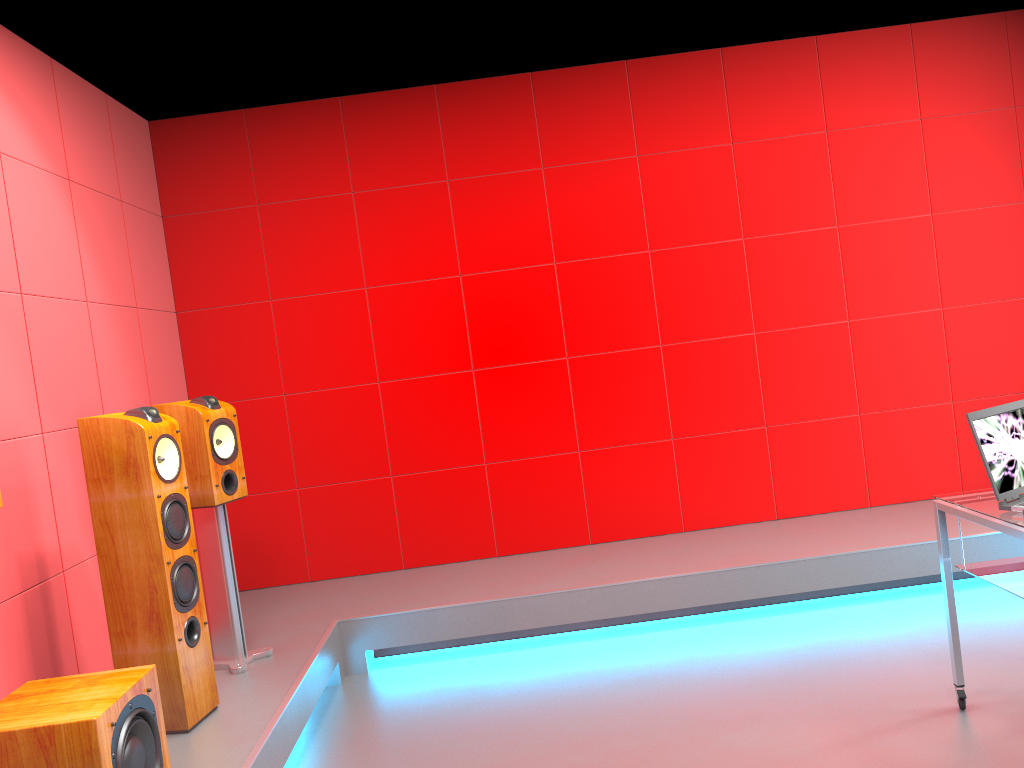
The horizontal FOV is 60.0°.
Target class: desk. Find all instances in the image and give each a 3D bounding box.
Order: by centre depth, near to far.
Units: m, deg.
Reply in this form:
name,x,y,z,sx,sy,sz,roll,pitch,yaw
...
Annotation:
name,x,y,z,sx,sy,sz,roll,pitch,yaw
desk,1.677,0.694,2.062,0.594,0.690,1.617,-7,2,-1

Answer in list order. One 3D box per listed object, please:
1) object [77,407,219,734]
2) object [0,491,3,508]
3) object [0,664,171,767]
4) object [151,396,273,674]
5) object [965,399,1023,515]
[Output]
name,x,y,z,sx,sy,sz,roll,pitch,yaw
object,-1.190,0.602,2.927,0.238,1.052,0.203,-7,2,9
object,-1.533,0.230,2.202,0.235,0.271,0.493,-7,2,-1
object,-1.110,0.967,2.235,0.360,0.360,0.360,-7,2,-1
object,-1.175,0.576,3.476,0.265,1.058,0.231,-7,2,19
object,1.566,0.199,2.522,0.342,0.285,0.340,-9,3,-31
